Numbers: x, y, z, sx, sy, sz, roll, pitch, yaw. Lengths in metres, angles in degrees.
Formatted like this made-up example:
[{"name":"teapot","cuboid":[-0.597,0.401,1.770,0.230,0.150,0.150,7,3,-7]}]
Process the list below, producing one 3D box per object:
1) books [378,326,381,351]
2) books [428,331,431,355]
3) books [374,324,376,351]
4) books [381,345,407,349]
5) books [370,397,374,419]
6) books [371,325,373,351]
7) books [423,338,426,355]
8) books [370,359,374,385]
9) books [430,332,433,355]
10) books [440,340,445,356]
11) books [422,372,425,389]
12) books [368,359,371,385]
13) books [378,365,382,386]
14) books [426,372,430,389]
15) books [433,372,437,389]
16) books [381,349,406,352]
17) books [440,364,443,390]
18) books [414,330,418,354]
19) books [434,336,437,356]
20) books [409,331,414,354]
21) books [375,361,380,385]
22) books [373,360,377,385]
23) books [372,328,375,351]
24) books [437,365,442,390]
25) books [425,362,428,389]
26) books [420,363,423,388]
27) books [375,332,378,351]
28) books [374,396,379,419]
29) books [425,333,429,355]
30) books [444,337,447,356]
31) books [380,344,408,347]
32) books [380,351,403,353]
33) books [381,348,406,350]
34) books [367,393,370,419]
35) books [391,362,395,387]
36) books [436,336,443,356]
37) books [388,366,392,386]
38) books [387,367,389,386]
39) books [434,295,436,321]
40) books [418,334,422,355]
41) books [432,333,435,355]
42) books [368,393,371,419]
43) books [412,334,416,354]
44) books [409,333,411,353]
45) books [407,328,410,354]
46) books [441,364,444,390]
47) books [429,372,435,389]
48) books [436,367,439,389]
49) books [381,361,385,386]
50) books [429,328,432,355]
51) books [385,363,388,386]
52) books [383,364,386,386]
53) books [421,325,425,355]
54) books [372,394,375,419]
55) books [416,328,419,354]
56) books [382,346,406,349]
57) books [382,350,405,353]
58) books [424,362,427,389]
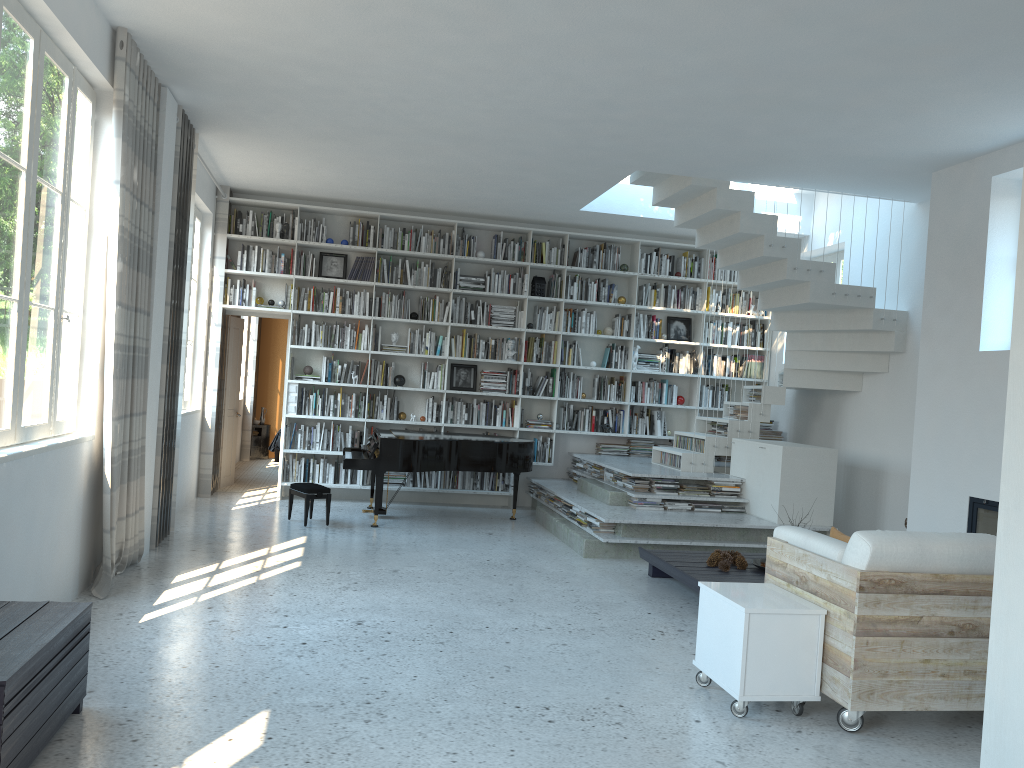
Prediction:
[{"name":"books","cuboid":[-1.455,-0.490,9.727,0.021,0.278,0.136,4,0,-11]},{"name":"books","cuboid":[-0.924,-0.447,9.808,0.012,0.265,0.192,4,0,-11]},{"name":"books","cuboid":[-1.506,-0.503,9.734,0.011,0.298,0.135,4,0,-11]},{"name":"books","cuboid":[-1.302,-0.407,9.758,0.285,0.012,0.159,4,0,-9]},{"name":"books","cuboid":[-1.540,0.259,9.717,0.030,0.239,0.157,4,0,-11]},{"name":"books","cuboid":[-1.538,-0.499,9.716,0.012,0.285,0.159,4,0,-11]},{"name":"books","cuboid":[-0.978,-0.413,9.828,0.025,0.189,0.140,4,0,-11]},{"name":"books","cuboid":[-1.532,-0.130,9.715,0.025,0.284,0.145,4,0,-11]},{"name":"books","cuboid":[-0.898,-0.443,9.823,0.023,0.260,0.170,4,0,-11]},{"name":"books","cuboid":[-0.773,-0.395,9.864,0.027,0.181,0.142,4,0,-11]},{"name":"books","cuboid":[-0.987,-0.043,9.819,0.025,0.186,0.154,4,0,-11]},{"name":"books","cuboid":[-1.563,-0.132,9.719,0.012,0.285,0.159,4,0,-11]},{"name":"books","cuboid":[-1.449,-0.096,9.733,0.025,0.228,0.153,4,0,-11]},{"name":"books","cuboid":[-0.940,-0.039,9.843,0.030,0.183,0.154,4,0,-11]},{"name":"books","cuboid":[-0.856,-0.035,9.848,0.024,0.188,0.172,4,0,-11]},{"name":"books","cuboid":[-1.304,-0.371,9.754,0.254,0.012,0.161,4,0,-15]},{"name":"books","cuboid":[-0.795,-0.077,9.846,0.011,0.279,0.187,4,0,-11]},{"name":"books","cuboid":[-1.065,-0.458,9.800,0.022,0.267,0.151,4,0,-11]},{"name":"books","cuboid":[-0.858,-0.420,9.852,0.026,0.219,0.150,4,0,-11]},{"name":"books","cuboid":[-1.112,-0.451,9.777,0.030,0.247,0.174,4,0,-11]},{"name":"books","cuboid":[-1.477,-0.116,9.724,0.036,0.263,0.166,4,0,-11]},{"name":"books","cuboid":[-1.508,-0.124,9.725,0.026,0.275,0.154,4,0,-11]},{"name":"books","cuboid":[-1.521,-0.484,9.713,0.024,0.257,0.134,4,0,-11]},{"name":"books","cuboid":[-0.815,-0.074,9.851,0.027,0.269,0.178,4,0,-11]},{"name":"books","cuboid":[-0.955,-0.097,9.832,0.012,0.298,0.166,4,0,-11]},{"name":"books","cuboid":[-1.002,-0.094,9.819,0.012,0.285,0.159,4,0,-11]},{"name":"books","cuboid":[-1.485,-0.458,9.728,0.034,0.210,0.136,4,0,-11]},{"name":"books","cuboid":[-1.493,0.258,9.726,0.042,0.248,0.162,4,0,-11]},{"name":"books","cuboid":[-0.946,-0.440,9.815,0.028,0.247,0.170,4,0,-11]},{"name":"books","cuboid":[-0.746,-0.411,9.871,0.026,0.217,0.126,4,0,-11]},{"name":"books","cuboid":[-1.301,-0.419,9.753,0.285,0.012,0.159,4,0,-15]},{"name":"books","cuboid":[-1.306,-0.346,9.759,0.285,0.012,0.159,4,0,-13]},{"name":"books","cuboid":[-1.303,-0.383,9.752,0.254,0.012,0.161,4,0,-16]},{"name":"books","cuboid":[-1.575,0.239,9.723,0.013,0.275,0.147,4,0,-11]},{"name":"books","cuboid":[-1.318,-0.106,9.766,0.028,0.266,0.144,4,0,-11]},{"name":"books","cuboid":[-0.811,-0.421,9.837,0.060,0.227,0.179,4,0,-11]},{"name":"books","cuboid":[-1.344,-0.083,9.746,0.028,0.216,0.175,4,0,-11]},{"name":"books","cuboid":[-1.364,-0.080,9.746,0.011,0.208,0.180,4,0,-11]},{"name":"books","cuboid":[-0.858,-0.832,9.826,0.006,0.304,0.165,4,0,-11]},{"name":"books","cuboid":[-1.021,-0.433,9.813,0.048,0.225,0.149,4,0,-11]},{"name":"books","cuboid":[-0.880,-0.440,9.847,0.022,0.256,0.152,4,0,-11]},{"name":"books","cuboid":[-1.560,0.236,9.716,0.013,0.283,0.146,4,0,-11]},{"name":"books","cuboid":[-1.092,-0.439,9.810,0.024,0.227,0.137,4,0,-11]},{"name":"books","cuboid":[-1.136,-0.445,9.791,0.010,0.232,0.154,4,0,-11]},{"name":"books","cuboid":[-1.142,-0.472,9.776,0.012,0.285,0.159,4,0,-11]},{"name":"books","cuboid":[-0.779,-0.077,9.851,0.021,0.281,0.162,4,0,-11]},{"name":"books","cuboid":[-0.894,-0.038,9.836,0.057,0.188,0.156,4,0,-11]},{"name":"books","cuboid":[-0.834,-0.062,9.841,0.012,0.244,0.171,4,0,-11]},{"name":"books","cuboid":[-1.418,-0.117,9.717,0.026,0.274,0.190,4,0,-11]},{"name":"books","cuboid":[-0.913,-0.464,9.819,0.011,0.301,0.178,4,0,-11]},{"name":"books","cuboid":[-1.385,-0.101,9.762,0.028,0.248,0.142,4,0,-11]},{"name":"books","cuboid":[-1.403,-0.101,9.742,0.014,0.244,0.153,4,0,-11]},{"name":"books","cuboid":[-0.988,-0.484,9.810,0.010,0.329,0.173,4,0,-11]},{"name":"books","cuboid":[-1.517,0.244,9.713,0.012,0.272,0.181,4,0,-11]},{"name":"books","cuboid":[-1.046,-0.466,9.791,0.012,0.286,0.167,4,0,-11]},{"name":"books","cuboid":[-1.303,-0.395,9.756,0.254,0.012,0.161,4,0,-14]},{"name":"books","cuboid":[-1.306,-0.359,9.763,0.254,0.012,0.161,4,0,-11]},{"name":"books","cuboid":[-0.967,-0.095,9.833,0.011,0.291,0.155,4,0,-11]}]
